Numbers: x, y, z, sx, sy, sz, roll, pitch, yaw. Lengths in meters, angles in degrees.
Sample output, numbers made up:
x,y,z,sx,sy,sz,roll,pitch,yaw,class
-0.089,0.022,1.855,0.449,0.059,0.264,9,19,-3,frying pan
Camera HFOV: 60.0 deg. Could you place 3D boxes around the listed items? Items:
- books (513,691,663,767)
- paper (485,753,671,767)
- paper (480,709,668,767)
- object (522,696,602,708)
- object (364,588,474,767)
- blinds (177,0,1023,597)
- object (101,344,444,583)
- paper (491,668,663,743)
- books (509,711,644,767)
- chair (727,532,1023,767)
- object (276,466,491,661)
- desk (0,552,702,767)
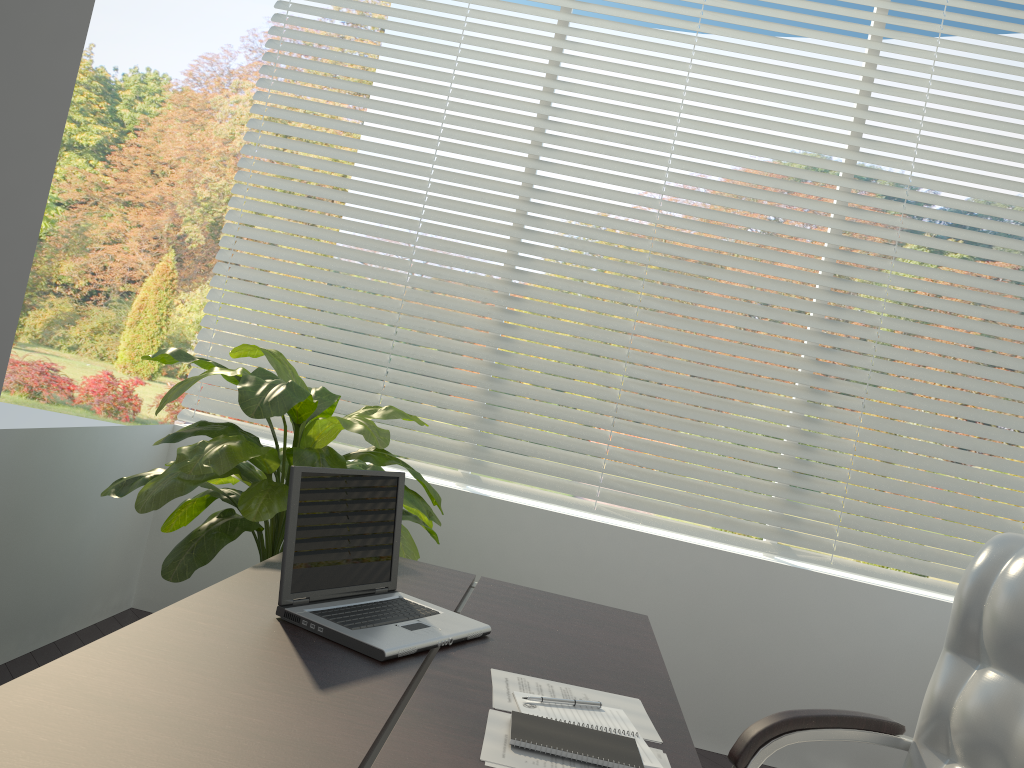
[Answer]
x,y,z,sx,sy,sz,roll,pitch,yaw,class
0.118,0.568,1.468,0.205,0.012,0.239,13,-1,-8,books
0.106,0.569,1.344,0.290,0.001,0.210,12,-1,2,paper
0.100,0.567,1.356,0.290,0.001,0.210,12,-1,3,paper
0.088,0.557,1.554,0.158,0.011,0.011,13,-1,-21,object
-0.097,0.910,2.275,0.605,0.675,0.326,12,-2,5,object
0.975,-1.497,3.719,3.922,4.268,1.217,12,-2,23,blinds
-0.788,0.499,2.990,1.120,1.199,1.026,13,-2,-17,object
0.107,0.572,1.589,0.290,0.001,0.210,12,-1,-2,paper
0.098,0.557,1.379,0.205,0.012,0.126,12,-1,1,books
0.754,0.832,1.484,0.828,1.167,0.725,13,-2,-20,chair
-0.241,0.352,1.830,0.320,0.288,0.379,12,-2,29,object
-0.234,0.856,1.609,0.975,0.698,1.811,12,-1,4,desk
